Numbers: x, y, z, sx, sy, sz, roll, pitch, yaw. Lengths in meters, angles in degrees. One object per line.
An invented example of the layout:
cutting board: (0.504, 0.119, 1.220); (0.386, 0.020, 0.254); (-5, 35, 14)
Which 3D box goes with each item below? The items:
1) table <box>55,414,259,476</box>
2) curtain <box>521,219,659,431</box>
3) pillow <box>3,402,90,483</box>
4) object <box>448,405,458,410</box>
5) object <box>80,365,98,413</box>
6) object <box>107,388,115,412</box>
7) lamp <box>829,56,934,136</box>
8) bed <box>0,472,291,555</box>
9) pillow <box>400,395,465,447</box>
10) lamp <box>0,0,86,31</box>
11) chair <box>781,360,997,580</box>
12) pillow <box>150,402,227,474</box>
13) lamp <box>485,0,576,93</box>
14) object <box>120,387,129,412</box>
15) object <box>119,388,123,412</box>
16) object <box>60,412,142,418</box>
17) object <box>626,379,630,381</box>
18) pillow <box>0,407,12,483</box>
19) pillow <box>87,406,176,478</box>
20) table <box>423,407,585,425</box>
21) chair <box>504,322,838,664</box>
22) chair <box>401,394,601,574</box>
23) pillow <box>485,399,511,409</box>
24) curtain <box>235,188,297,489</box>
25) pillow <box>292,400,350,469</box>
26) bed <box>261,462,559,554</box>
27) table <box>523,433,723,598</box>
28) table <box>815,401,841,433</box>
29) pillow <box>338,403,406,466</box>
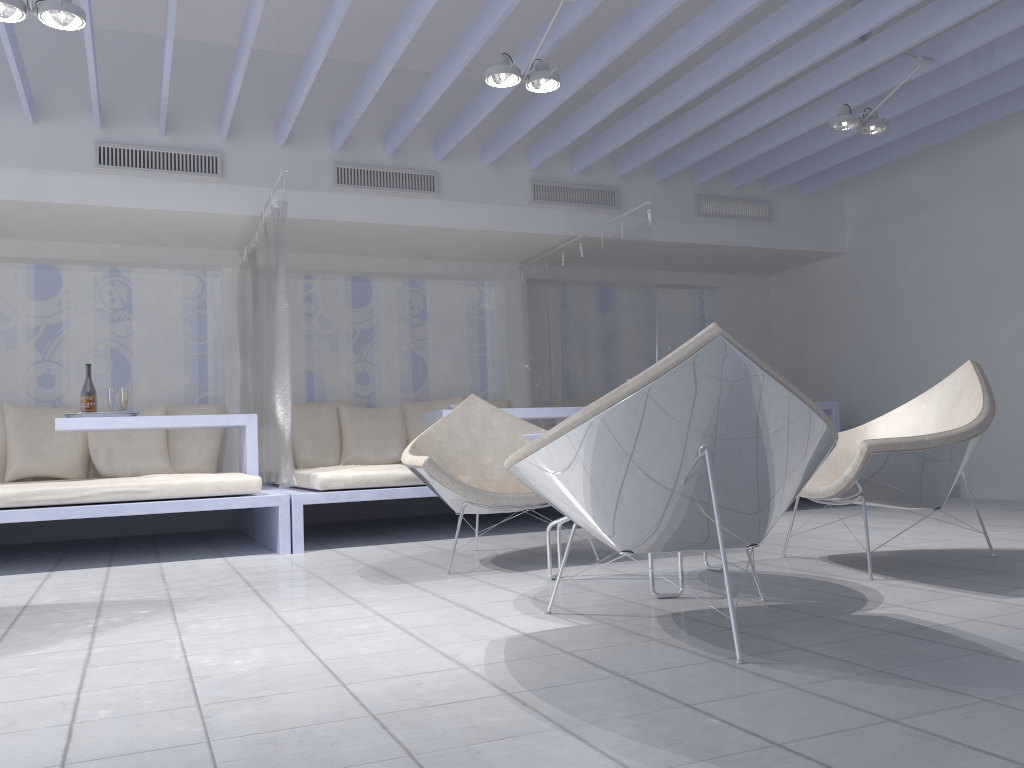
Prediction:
table: (-2.063, 0.422, 5.197); (1.065, 0.450, 0.416); (-1, -4, -23)
curtain: (0.501, -0.164, 6.322); (0.125, 1.559, 1.998); (0, -5, -25)
pillow: (-3.036, 0.374, 5.791); (0.537, 0.527, 0.233); (2, -6, -43)
object: (-0.393, 0.163, 5.985); (0.082, 0.043, 0.082); (-4, -5, 28)
object: (-2.432, 0.037, 5.094); (0.092, 0.302, 0.092); (-5, -5, 34)
object: (-2.331, 0.111, 5.155); (0.059, 0.174, 0.059); (-5, -5, 35)
lamp: (2.073, -1.594, 4.917); (0.380, 0.218, 0.587); (-1, -4, -23)
bed: (-2.528, 0.740, 4.977); (2.200, 0.422, 2.022); (-1, -4, -23)
pillow: (-0.601, 0.350, 6.832); (0.537, 0.527, 0.233); (-2, -4, -3)
lamp: (-1.790, -1.555, 3.265); (0.380, 0.218, 0.587); (-1, -4, -23)
chair: (1.470, 0.293, 3.370); (0.753, 0.759, 0.906); (-2, -4, -8)
pillow: (-2.271, 0.380, 6.155); (0.572, 0.510, 0.231); (-1, -4, -22)
lamp: (0.131, -1.575, 4.087); (0.380, 0.218, 0.587); (-1, -4, -23)
object: (-2.240, 0.105, 5.125); (0.059, 0.174, 0.059); (-5, -5, 35)
object: (-2.271, 0.110, 5.181); (0.059, 0.174, 0.059); (-5, -5, 35)
object: (-2.356, 0.185, 5.098); (0.429, 0.031, 0.275); (-1, -4, -22)
object: (0.450, 0.076, 3.214); (0.075, 0.185, 0.075); (-5, -5, 30)
pillow: (-3.441, 0.404, 5.643); (0.524, 0.521, 0.230); (-1, -4, -21)
pillow: (-2.548, 0.389, 5.937); (0.528, 0.482, 0.307); (0, -5, -28)
table: (-0.026, 0.401, 6.068); (1.065, 0.450, 0.416); (-1, -4, -23)
chair: (0.449, 0.260, 2.334); (0.906, 0.759, 0.753); (-2, -4, -6)
chair: (-0.069, 0.398, 3.970); (0.906, 0.759, 0.753); (-1, -4, -19)
pillow: (-0.214, 0.372, 7.022); (0.524, 0.521, 0.230); (0, -5, -25)
curtain: (-1.525, -0.168, 5.413); (0.151, 1.552, 2.050); (-1, -4, -23)
pillow: (-1.393, 0.371, 6.530); (0.572, 0.510, 0.231); (-1, -4, -24)
bed: (-0.490, 0.716, 5.831); (2.200, 0.427, 2.016); (-1, -4, -23)
table: (0.460, 0.431, 3.143); (0.825, 0.534, 0.823); (-6, -6, 44)
table: (2.007, 0.381, 6.937); (1.065, 0.450, 0.416); (-1, -4, -23)
pillow: (-1.044, 0.374, 6.581); (0.528, 0.482, 0.307); (-1, -4, -18)
